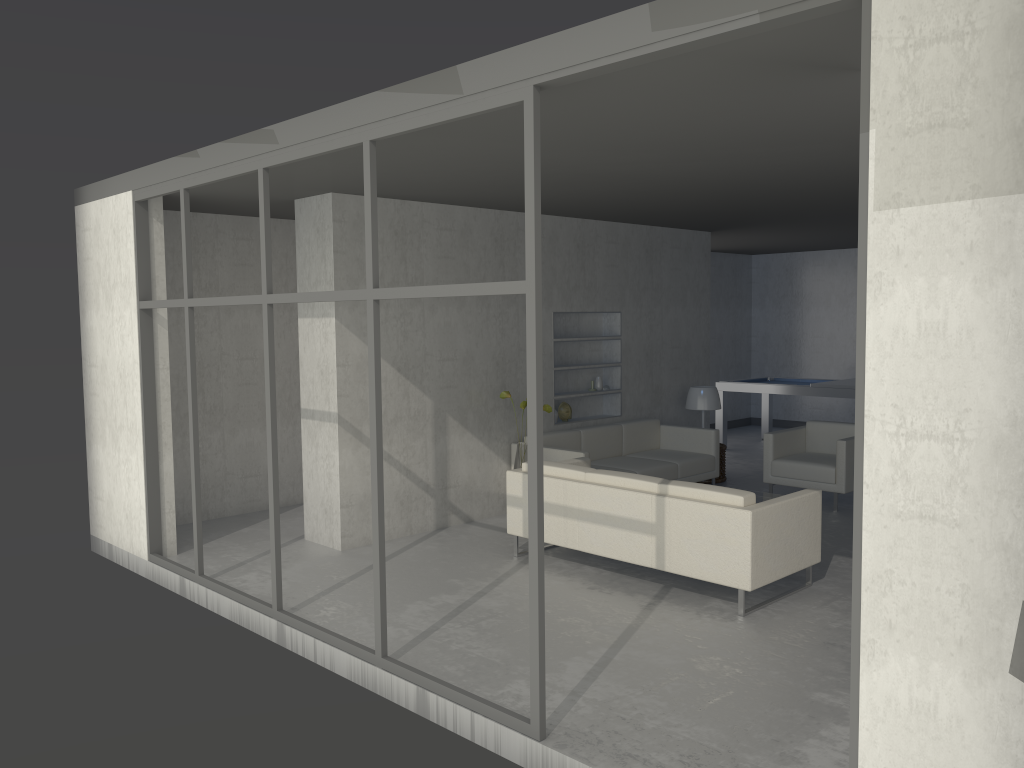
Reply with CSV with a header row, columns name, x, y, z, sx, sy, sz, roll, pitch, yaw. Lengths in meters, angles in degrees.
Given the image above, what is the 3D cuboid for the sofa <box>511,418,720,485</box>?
name,x,y,z,sx,sy,sz,roll,pitch,yaw
sofa,0.952,0.714,7.731,1.881,0.658,0.821,-5,6,-44

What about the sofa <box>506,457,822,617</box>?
name,x,y,z,sx,sy,sz,roll,pitch,yaw
sofa,0.909,0.868,5.681,0.821,0.658,1.881,-5,6,-44

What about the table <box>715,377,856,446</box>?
name,x,y,z,sx,sy,sz,roll,pitch,yaw
table,3.627,0.371,10.443,1.180,0.835,2.095,-5,6,-44

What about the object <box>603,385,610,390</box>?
name,x,y,z,sx,sy,sz,roll,pitch,yaw
object,0.886,0.034,8.311,0.064,0.050,0.064,-4,5,-38

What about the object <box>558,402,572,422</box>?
name,x,y,z,sx,sy,sz,roll,pitch,yaw
object,0.496,0.248,7.995,0.088,0.179,0.163,2,5,36

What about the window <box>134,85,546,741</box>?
name,x,y,z,sx,sy,sz,roll,pitch,yaw
window,-1.319,0.050,4.790,0.037,2.477,4.080,-5,6,-44

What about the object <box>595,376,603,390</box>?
name,x,y,z,sx,sy,sz,roll,pitch,yaw
object,0.813,-0.006,8.317,0.079,0.130,0.079,3,6,44

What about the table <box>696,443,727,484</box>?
name,x,y,z,sx,sy,sz,roll,pitch,yaw
table,1.896,0.778,8.791,0.452,0.358,0.452,1,5,21

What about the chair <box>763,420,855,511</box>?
name,x,y,z,sx,sy,sz,roll,pitch,yaw
chair,2.742,0.686,7.787,0.821,0.662,0.748,-5,6,-44

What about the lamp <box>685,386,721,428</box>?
name,x,y,z,sx,sy,sz,roll,pitch,yaw
lamp,1.888,0.318,8.756,0.347,0.582,0.347,0,4,14

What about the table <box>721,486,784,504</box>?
name,x,y,z,sx,sy,sz,roll,pitch,yaw
table,1.756,0.995,6.987,0.730,0.190,0.773,-5,6,-44

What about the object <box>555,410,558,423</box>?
name,x,y,z,sx,sy,sz,roll,pitch,yaw
object,0.371,0.283,7.911,0.086,0.128,0.086,-3,5,-33

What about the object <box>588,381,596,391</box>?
name,x,y,z,sx,sy,sz,roll,pitch,yaw
object,0.749,0.017,8.263,0.074,0.094,0.074,0,4,10

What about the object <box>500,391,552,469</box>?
name,x,y,z,sx,sy,sz,roll,pitch,yaw
object,0.146,0.584,7.004,0.400,1.051,0.387,-2,4,-16
